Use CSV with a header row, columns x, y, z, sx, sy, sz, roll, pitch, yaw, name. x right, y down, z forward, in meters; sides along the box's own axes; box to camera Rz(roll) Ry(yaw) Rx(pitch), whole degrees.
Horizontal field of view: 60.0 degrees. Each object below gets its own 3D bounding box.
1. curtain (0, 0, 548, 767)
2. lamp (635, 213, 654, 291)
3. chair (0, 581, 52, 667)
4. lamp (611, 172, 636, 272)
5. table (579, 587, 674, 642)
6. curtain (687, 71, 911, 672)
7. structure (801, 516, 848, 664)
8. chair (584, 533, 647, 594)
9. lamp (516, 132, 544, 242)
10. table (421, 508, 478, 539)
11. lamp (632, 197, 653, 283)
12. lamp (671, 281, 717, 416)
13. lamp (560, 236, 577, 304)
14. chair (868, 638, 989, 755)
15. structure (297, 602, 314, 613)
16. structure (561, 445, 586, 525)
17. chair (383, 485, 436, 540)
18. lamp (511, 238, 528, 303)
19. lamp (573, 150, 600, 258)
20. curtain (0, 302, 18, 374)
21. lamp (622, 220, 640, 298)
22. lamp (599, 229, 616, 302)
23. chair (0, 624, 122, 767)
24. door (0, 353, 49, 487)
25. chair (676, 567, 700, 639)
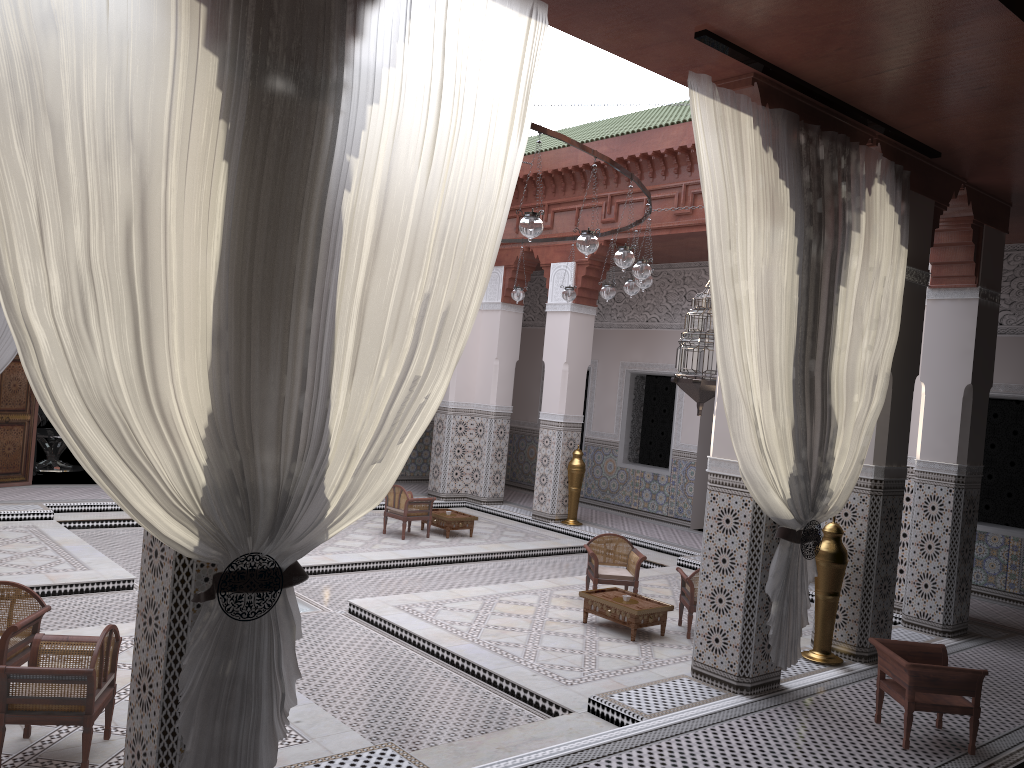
x,y,z,sx,sy,sz,roll,pitch,yaw,name
-0.450,-0.078,1.664,1.303,1.764,0.129,5,0,-40,curtain
0.592,-0.593,3.910,0.091,0.371,0.090,5,0,-26,lamp
-1.417,0.705,2.372,0.263,0.313,0.208,5,0,-4,chair
0.430,-0.606,3.312,0.091,0.371,0.090,5,0,-26,lamp
0.471,0.956,3.706,0.229,0.142,0.330,5,0,-40,table
0.948,0.045,2.851,1.304,1.761,0.137,5,0,-41,curtain
1.184,0.758,3.323,0.156,0.539,0.156,5,0,-24,structure
0.468,0.868,4.127,0.263,0.313,0.208,5,0,-4,chair
0.070,-0.637,2.812,0.091,0.371,0.090,5,0,-26,lamp
-0.407,0.872,5.580,0.229,0.142,0.330,5,0,-40,table
0.539,-0.597,3.604,0.091,0.371,0.090,5,0,-26,lamp
0.695,-0.161,3.166,0.216,0.552,0.221,5,0,-40,lamp
0.331,-0.619,4.820,0.091,0.371,0.090,5,0,34,lamp
1.206,0.915,2.606,0.234,0.252,0.259,5,0,-1,chair
-1.151,0.822,3.809,0.528,0.310,0.501,5,0,-40,structure
0.432,0.684,6.055,0.156,0.539,0.156,5,0,10,structure
-0.629,0.767,5.378,0.208,0.313,0.263,5,0,-44,chair
0.050,-0.645,5.070,0.091,0.371,0.090,5,0,-16,lamp
0.270,-0.620,3.049,0.091,0.371,0.090,5,0,-26,lamp
-3.080,-0.320,4.763,1.304,1.761,0.048,5,0,-40,curtain
0.592,-0.594,4.230,0.091,0.371,0.090,5,0,34,lamp
0.510,-0.602,4.528,0.091,0.371,0.090,5,0,34,lamp
-1.085,0.735,2.130,0.208,0.313,0.263,5,0,-10,chair
-2.827,-0.064,5.922,1.244,1.461,0.419,5,0,-40,door
0.834,0.902,3.747,0.263,0.313,0.208,5,0,0,chair
